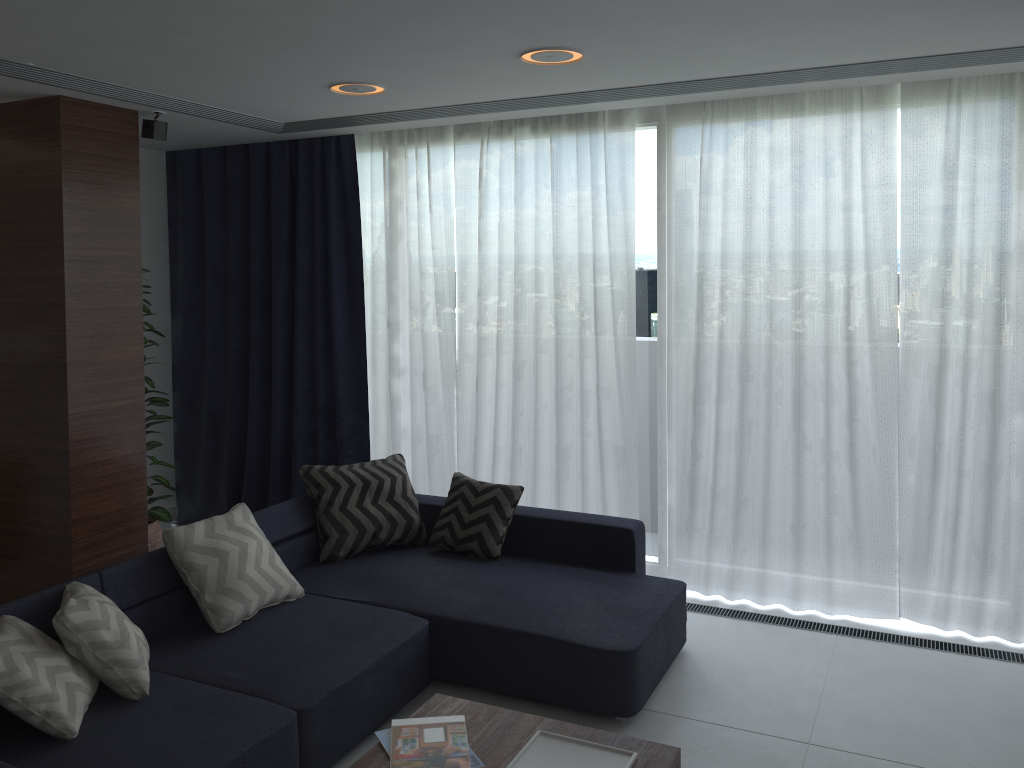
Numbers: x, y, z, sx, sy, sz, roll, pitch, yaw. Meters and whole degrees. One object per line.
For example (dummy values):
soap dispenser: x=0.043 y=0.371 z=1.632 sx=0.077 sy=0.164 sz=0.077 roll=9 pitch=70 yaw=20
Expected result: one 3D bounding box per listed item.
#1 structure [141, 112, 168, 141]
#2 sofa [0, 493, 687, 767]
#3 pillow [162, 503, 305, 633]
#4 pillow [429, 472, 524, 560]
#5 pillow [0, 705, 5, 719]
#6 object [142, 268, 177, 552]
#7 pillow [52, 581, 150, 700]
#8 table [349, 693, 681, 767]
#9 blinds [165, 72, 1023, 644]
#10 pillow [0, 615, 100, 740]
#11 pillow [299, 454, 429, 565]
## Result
structure: x=-1.875 y=-1.348 z=4.634 sx=0.114 sy=0.142 sz=0.085 roll=2 pitch=4 yaw=30
sofa: x=-0.590 y=0.984 z=3.273 sx=1.900 sy=0.605 sz=2.889 roll=3 pitch=7 yaw=25
pillow: x=-1.145 y=0.746 z=3.639 sx=0.343 sy=0.386 sz=0.497 roll=1 pitch=5 yaw=25
pillow: x=-0.182 y=0.654 z=4.385 sx=0.415 sy=0.343 sz=0.287 roll=2 pitch=5 yaw=30
pillow: x=-1.664 y=0.885 z=2.569 sx=0.221 sy=0.384 sz=0.417 roll=-1 pitch=5 yaw=-4
object: x=-2.232 y=0.142 z=5.218 sx=0.503 sy=1.838 sz=0.485 roll=-1 pitch=2 yaw=-6
pillow: x=-1.381 y=0.857 z=2.998 sx=0.280 sy=0.349 sz=0.420 roll=-2 pitch=5 yaw=-21
table: x=-0.055 y=1.224 z=2.324 sx=0.806 sy=0.351 sz=0.805 roll=2 pitch=7 yaw=25
blinds: x=-0.426 y=0.023 z=2.293 sx=7.143 sy=2.759 sz=5.830 roll=3 pitch=7 yaw=29
pillow: x=-1.478 y=0.899 z=2.730 sx=0.330 sy=0.293 sz=0.418 roll=-2 pitch=5 yaw=-12
pillow: x=-0.745 y=0.657 z=4.479 sx=0.599 sy=0.516 sz=0.356 roll=-4 pitch=5 yaw=-34
